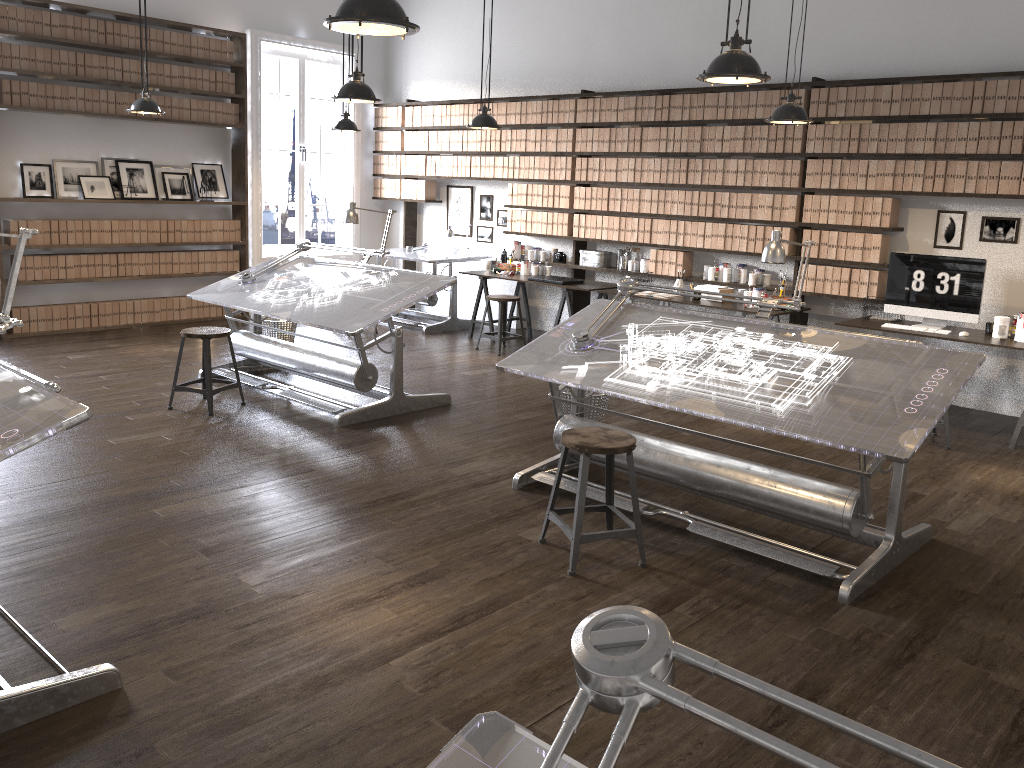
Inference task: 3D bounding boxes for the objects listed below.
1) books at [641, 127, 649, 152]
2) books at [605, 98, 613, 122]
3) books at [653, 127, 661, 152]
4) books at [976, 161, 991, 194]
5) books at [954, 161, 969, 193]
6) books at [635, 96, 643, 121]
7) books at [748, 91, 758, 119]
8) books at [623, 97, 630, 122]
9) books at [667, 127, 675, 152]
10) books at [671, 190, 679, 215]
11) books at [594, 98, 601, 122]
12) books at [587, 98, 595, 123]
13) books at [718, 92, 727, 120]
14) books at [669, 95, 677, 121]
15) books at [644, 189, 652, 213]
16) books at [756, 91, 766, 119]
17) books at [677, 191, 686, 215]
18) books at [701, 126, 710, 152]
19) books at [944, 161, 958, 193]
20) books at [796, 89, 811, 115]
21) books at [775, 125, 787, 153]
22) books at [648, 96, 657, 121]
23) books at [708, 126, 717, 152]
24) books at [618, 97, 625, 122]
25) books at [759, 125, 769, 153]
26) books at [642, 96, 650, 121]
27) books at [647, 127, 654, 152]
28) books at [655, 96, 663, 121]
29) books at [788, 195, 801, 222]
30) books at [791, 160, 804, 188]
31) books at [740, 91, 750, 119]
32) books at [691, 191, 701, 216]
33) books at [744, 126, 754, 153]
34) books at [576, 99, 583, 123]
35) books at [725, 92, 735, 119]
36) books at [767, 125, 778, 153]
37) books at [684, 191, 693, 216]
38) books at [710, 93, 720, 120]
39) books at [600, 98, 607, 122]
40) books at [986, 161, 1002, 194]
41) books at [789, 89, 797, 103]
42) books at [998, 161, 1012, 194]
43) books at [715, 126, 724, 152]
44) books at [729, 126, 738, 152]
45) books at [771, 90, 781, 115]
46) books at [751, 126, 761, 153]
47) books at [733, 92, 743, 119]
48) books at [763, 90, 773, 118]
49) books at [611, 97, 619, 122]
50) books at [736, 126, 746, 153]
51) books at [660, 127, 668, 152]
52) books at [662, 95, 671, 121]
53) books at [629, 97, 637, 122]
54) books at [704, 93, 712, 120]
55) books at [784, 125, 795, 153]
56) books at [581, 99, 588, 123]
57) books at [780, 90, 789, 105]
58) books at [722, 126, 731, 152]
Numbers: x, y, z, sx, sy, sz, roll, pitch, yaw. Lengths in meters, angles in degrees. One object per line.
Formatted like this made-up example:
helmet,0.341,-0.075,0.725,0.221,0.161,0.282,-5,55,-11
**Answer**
books,1.267,-2.227,8.110,0.067,0.223,0.175,11,14,41
books,0.964,-2.574,8.346,0.067,0.224,0.175,11,14,41
books,1.357,-2.203,8.020,0.067,0.224,0.175,11,14,41
books,3.351,-1.457,6.259,0.067,0.224,0.175,11,14,41
books,3.242,-1.481,6.348,0.067,0.224,0.175,11,14,41
books,1.214,-2.513,8.121,0.067,0.224,0.175,11,14,41
books,2.041,-2.311,7.365,0.067,0.224,0.175,11,14,41
books,1.115,-2.537,8.209,0.067,0.223,0.175,11,14,41
books,1.465,-2.178,7.926,0.067,0.224,0.175,11,14,41
books,1.508,-1.623,7.960,0.067,0.224,0.175,11,14,41
books,0.860,-2.598,8.437,0.067,0.224,0.175,11,14,41
books,0.805,-2.611,8.483,0.067,0.224,0.175,11,14,41
books,1.833,-2.361,7.552,0.067,0.224,0.175,11,14,41
books,1.480,-2.449,7.881,0.067,0.223,0.175,11,14,41
books,1.301,-1.674,8.147,0.067,0.223,0.175,11,14,41
books,2.096,-2.298,7.319,0.067,0.223,0.175,11,14,41
books,1.559,-1.610,7.909,0.067,0.224,0.175,11,14,41
books,1.722,-2.117,7.699,0.067,0.224,0.175,11,14,41
books,3.198,-1.494,6.397,0.067,0.223,0.175,11,14,41
books,2.344,-2.238,7.093,0.067,0.224,0.175,11,14,41
books,2.230,-1.992,7.231,0.067,0.224,0.175,11,14,41
books,1.315,-2.488,8.024,0.067,0.224,0.175,11,14,41
books,1.772,-2.104,7.651,0.067,0.224,0.175,11,14,41
books,1.068,-2.548,8.250,0.067,0.223,0.175,11,14,41
books,2.123,-2.018,7.329,0.067,0.224,0.175,11,14,41
books,1.266,-2.501,8.074,0.067,0.224,0.175,11,14,41
books,1.314,-2.215,8.065,0.067,0.223,0.175,11,14,41
books,1.371,-2.476,7.980,0.067,0.224,0.175,11,14,41
books,2.323,-1.425,7.217,0.067,0.224,0.175,11,14,41
books,2.336,-1.696,7.176,0.067,0.224,0.175,11,14,41
books,1.993,-2.324,7.415,0.067,0.224,0.175,11,14,41
books,1.661,-1.587,7.822,0.067,0.223,0.175,11,14,41
books,2.022,-2.044,7.426,0.067,0.224,0.175,11,14,41
books,0.709,-2.636,8.576,0.067,0.223,0.175,11,14,41
books,1.889,-2.349,7.506,0.067,0.224,0.175,11,14,41
books,2.178,-2.006,7.285,0.067,0.224,0.175,11,14,41
books,1.612,-1.597,7.861,0.067,0.224,0.175,11,14,41
books,1.780,-2.374,7.600,0.067,0.224,0.175,11,14,41
books,0.914,-2.586,8.394,0.067,0.224,0.175,11,14,41
books,3.401,-1.444,6.211,0.067,0.224,0.175,11,14,41
books,2.295,-2.251,7.143,0.067,0.224,0.175,11,14,41
books,3.455,-1.431,6.161,0.067,0.223,0.175,11,14,41
books,1.821,-2.091,7.601,0.067,0.224,0.175,11,14,41
books,1.923,-2.068,7.514,0.067,0.223,0.175,11,14,41
books,2.189,-2.275,7.230,0.067,0.224,0.175,11,14,41
books,2.074,-2.031,7.379,0.067,0.224,0.175,11,14,41
books,1.943,-2.337,7.463,0.067,0.224,0.175,11,14,41
books,2.143,-2.288,7.278,0.067,0.223,0.175,11,14,41
books,1.013,-2.561,8.297,0.067,0.224,0.175,11,14,41
books,1.969,-2.055,7.466,0.067,0.224,0.175,11,14,41
books,1.410,-2.191,7.972,0.067,0.224,0.175,11,14,41
books,1.422,-2.462,7.926,0.067,0.224,0.175,11,14,41
books,1.161,-2.525,8.161,0.067,0.224,0.175,11,14,41
books,1.737,-2.386,7.645,0.067,0.223,0.175,11,14,41
books,2.288,-1.980,7.186,0.067,0.223,0.175,11,14,41
books,0.752,-2.624,8.531,0.067,0.224,0.175,11,14,41
books,2.242,-2.264,7.190,0.067,0.224,0.175,11,14,41
books,1.875,-2.079,7.555,0.067,0.223,0.175,11,14,41
